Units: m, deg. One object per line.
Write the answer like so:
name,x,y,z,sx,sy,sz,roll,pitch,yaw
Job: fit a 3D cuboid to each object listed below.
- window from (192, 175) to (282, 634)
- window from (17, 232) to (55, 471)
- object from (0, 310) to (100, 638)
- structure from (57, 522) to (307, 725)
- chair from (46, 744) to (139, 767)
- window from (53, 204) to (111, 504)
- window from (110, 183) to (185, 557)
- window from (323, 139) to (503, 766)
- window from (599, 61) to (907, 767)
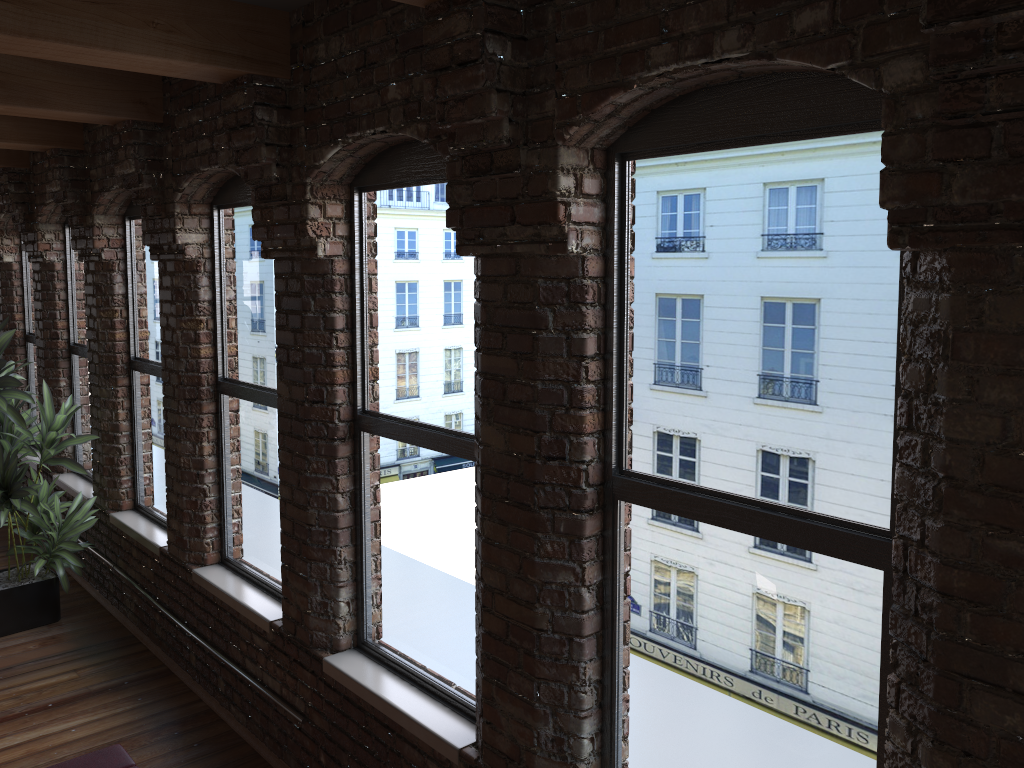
window,-1.147,0.018,3.788,0.197,1.848,0.813,-4,7,-41
window,-3.557,-0.351,6.568,0.195,1.848,0.813,-4,7,-41
object,-2.735,0.448,4.902,0.810,1.755,0.908,-3,6,-28
structure,-4.558,0.602,7.636,11.508,0.261,1.372,7,10,42
chair,-1.199,1.435,2.207,0.727,0.494,0.900,-6,9,-40
window,-2.753,-0.228,5.641,0.197,1.848,0.813,-4,7,-41
window,-1.949,-0.105,4.714,0.197,1.848,0.813,-4,7,-41
window,-0.344,0.141,2.861,0.197,1.848,0.813,-4,7,-41
window,0.459,0.264,1.935,0.197,1.848,0.813,-4,7,-41
